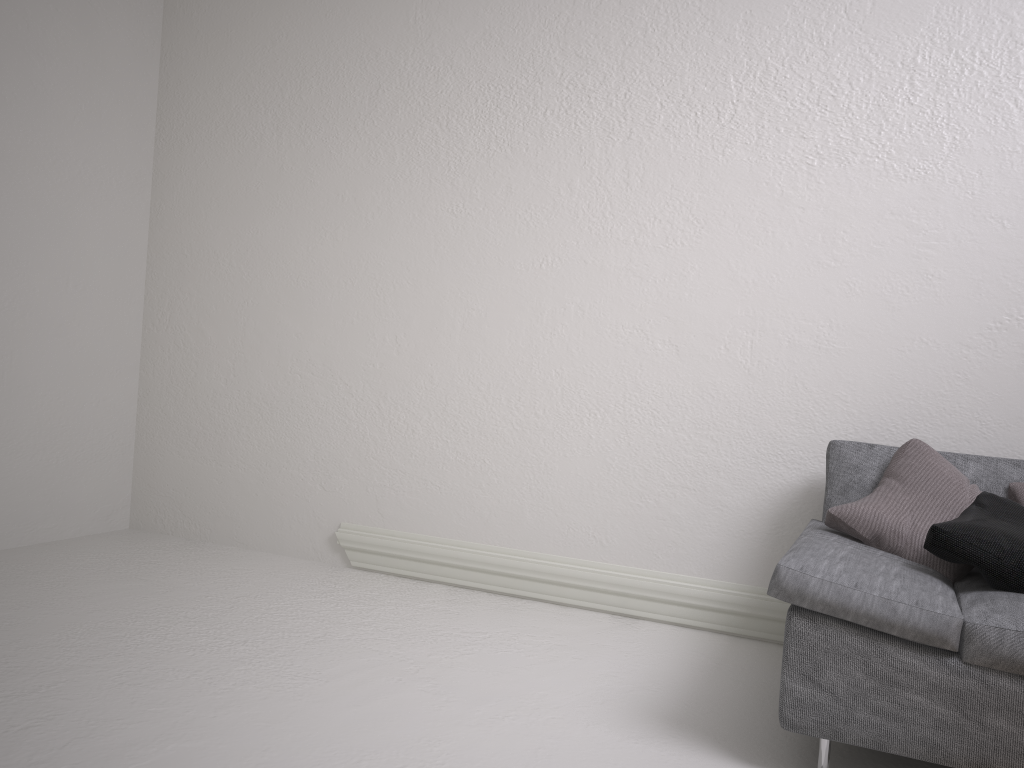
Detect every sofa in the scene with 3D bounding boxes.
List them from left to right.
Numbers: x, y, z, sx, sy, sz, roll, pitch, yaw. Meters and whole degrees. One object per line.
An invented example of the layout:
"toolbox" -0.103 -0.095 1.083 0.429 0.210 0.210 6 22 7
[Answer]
"sofa" 2.204 0.665 2.018 3.014 0.772 1.118 5 1 22

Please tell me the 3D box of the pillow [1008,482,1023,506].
"pillow" 1.598 0.404 2.418 0.417 0.318 0.342 5 1 23

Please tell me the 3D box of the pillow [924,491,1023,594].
"pillow" 1.337 0.444 2.292 0.393 0.268 0.429 5 1 43

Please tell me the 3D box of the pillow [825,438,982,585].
"pillow" 1.194 0.390 2.567 0.469 0.448 0.359 5 1 44
